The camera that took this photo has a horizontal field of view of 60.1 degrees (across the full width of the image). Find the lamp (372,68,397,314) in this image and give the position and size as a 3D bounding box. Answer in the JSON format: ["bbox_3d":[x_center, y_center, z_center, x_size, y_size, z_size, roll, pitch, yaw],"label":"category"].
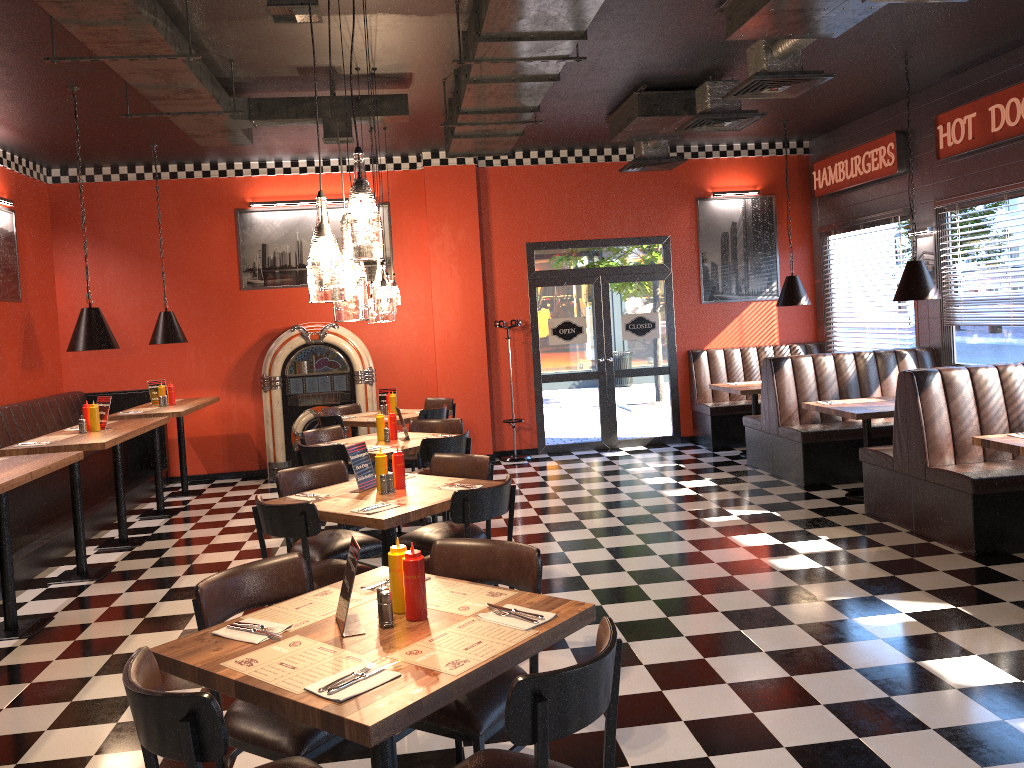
[{"bbox_3d":[-1.007,-1.519,6.851,0.108,1.963,0.108,-4,2,-25],"label":"lamp"}]

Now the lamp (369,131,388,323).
[{"bbox_3d":[-1.377,-1.604,9.030,0.108,1.963,0.108,-4,2,-25],"label":"lamp"}]

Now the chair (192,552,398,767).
[{"bbox_3d":[-0.756,1.075,3.036,0.544,0.866,0.487,-2,3,33],"label":"chair"}]

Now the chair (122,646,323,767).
[{"bbox_3d":[-0.700,1.125,2.333,0.545,0.866,0.486,-6,3,-40],"label":"chair"}]

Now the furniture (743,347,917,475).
[{"bbox_3d":[3.300,0.231,9.060,1.710,1.153,0.707,-4,3,-7],"label":"furniture"}]

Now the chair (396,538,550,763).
[{"bbox_3d":[-0.158,1.033,3.122,0.486,0.866,0.546,-2,3,32],"label":"chair"}]

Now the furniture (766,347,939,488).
[{"bbox_3d":[3.387,0.279,8.360,1.710,1.153,0.707,-4,3,-7],"label":"furniture"}]

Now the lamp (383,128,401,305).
[{"bbox_3d":[-1.233,-1.777,8.941,0.108,1.963,0.109,-3,2,25],"label":"lamp"}]

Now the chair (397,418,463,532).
[{"bbox_3d":[-0.660,0.743,7.328,0.486,0.866,0.546,-3,3,16],"label":"chair"}]

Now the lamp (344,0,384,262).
[{"bbox_3d":[-0.479,-1.334,2.511,0.108,1.963,0.108,-4,2,-15],"label":"lamp"}]

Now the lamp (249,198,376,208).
[{"bbox_3d":[-2.319,-2.117,10.327,1.444,0.056,0.081,-4,4,-7],"label":"lamp"}]

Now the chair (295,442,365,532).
[{"bbox_3d":[-1.273,0.840,6.541,0.486,0.866,0.546,-2,3,33],"label":"chair"}]

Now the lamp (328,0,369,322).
[{"bbox_3d":[-0.547,-1.170,2.673,0.108,1.963,0.109,-2,2,40],"label":"lamp"}]

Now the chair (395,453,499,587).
[{"bbox_3d":[-0.381,0.881,5.291,0.486,0.866,0.546,-2,3,38],"label":"chair"}]

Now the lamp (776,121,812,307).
[{"bbox_3d":[3.073,-1.889,9.825,0.382,2.041,0.383,-2,3,42],"label":"lamp"}]

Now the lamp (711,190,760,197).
[{"bbox_3d":[2.761,-2.354,10.948,0.610,0.056,0.081,-4,4,-7],"label":"lamp"}]

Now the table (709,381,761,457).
[{"bbox_3d":[3.201,0.363,9.899,1.692,0.773,0.958,-4,3,-7],"label":"table"}]

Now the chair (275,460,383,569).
[{"bbox_3d":[-1.080,0.927,5.249,0.487,0.866,0.544,-6,3,-43],"label":"chair"}]

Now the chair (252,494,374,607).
[{"bbox_3d":[-0.994,0.978,4.504,0.486,0.866,0.546,-1,3,41],"label":"chair"}]

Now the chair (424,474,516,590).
[{"bbox_3d":[-0.249,0.927,4.589,0.544,0.866,0.487,-2,3,35],"label":"chair"}]

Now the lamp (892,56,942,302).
[{"bbox_3d":[3.364,-1.726,7.461,0.382,2.041,0.382,-4,2,-26],"label":"lamp"}]

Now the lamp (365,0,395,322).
[{"bbox_3d":[-0.741,-1.317,4.756,0.108,1.963,0.108,-3,2,5],"label":"lamp"}]

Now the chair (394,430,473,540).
[{"bbox_3d":[-0.573,0.795,6.584,0.544,0.866,0.487,-1,3,42],"label":"chair"}]

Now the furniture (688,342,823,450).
[{"bbox_3d":[3.095,0.116,10.729,1.710,1.153,0.707,-4,3,-7],"label":"furniture"}]

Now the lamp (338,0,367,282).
[{"bbox_3d":[-0.905,-1.485,4.834,0.108,1.963,0.108,-5,2,-35],"label":"lamp"}]

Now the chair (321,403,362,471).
[{"bbox_3d":[-1.669,0.660,9.215,0.487,0.866,0.544,-6,3,-42],"label":"chair"}]

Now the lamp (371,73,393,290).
[{"bbox_3d":[-1.050,-1.639,6.973,0.108,1.963,0.109,-2,2,40],"label":"lamp"}]

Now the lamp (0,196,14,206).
[{"bbox_3d":[-4.950,-1.760,8.168,0.081,0.056,1.447,-4,4,-7],"label":"lamp"}]

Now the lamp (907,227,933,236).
[{"bbox_3d":[4.040,-1.506,8.755,0.081,0.056,0.335,-4,4,-7],"label":"lamp"}]

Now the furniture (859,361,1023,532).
[{"bbox_3d":[3.592,0.393,6.690,1.710,1.153,0.707,-4,3,-7],"label":"furniture"}]

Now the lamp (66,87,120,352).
[{"bbox_3d":[-3.338,-1.283,6.906,0.381,2.041,0.383,-2,2,34],"label":"lamp"}]

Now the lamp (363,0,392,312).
[{"bbox_3d":[-0.773,-1.383,4.873,0.108,1.963,0.109,-2,2,35],"label":"lamp"}]

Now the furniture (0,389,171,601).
[{"bbox_3d":[-3.985,0.916,5.816,1.104,1.147,8.773,-4,4,-7],"label":"furniture"}]

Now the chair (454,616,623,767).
[{"bbox_3d":[0.026,1.083,2.319,0.544,0.866,0.487,-2,3,33],"label":"chair"}]

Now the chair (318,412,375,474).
[{"bbox_3d":[-1.581,0.701,8.615,0.545,0.866,0.486,-5,3,-32],"label":"chair"}]

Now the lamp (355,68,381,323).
[{"bbox_3d":[-1.123,-1.451,6.824,0.108,1.963,0.108,-3,2,5],"label":"lamp"}]

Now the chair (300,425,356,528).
[{"bbox_3d":[-1.405,0.794,7.243,0.544,0.866,0.487,-2,3,30],"label":"chair"}]

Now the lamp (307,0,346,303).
[{"bbox_3d":[-0.596,-1.217,2.556,0.108,1.963,0.108,-4,2,-20],"label":"lamp"}]

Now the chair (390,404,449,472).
[{"bbox_3d":[-0.880,0.654,8.670,0.544,0.866,0.487,-2,3,25],"label":"chair"}]

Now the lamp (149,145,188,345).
[{"bbox_3d":[-3.612,-1.436,9.130,0.381,2.041,0.383,-2,2,34],"label":"lamp"}]

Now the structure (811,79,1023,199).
[{"bbox_3d":[4.398,-2.101,5.252,0.120,0.437,11.283,-4,4,-7],"label":"structure"}]

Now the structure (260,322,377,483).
[{"bbox_3d":[-2.193,0.172,10.155,1.294,1.765,0.501,-4,2,-7],"label":"structure"}]

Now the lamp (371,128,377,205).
[{"bbox_3d":[-1.352,-1.655,8.909,0.108,1.963,0.109,-2,2,35],"label":"lamp"}]

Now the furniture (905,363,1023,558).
[{"bbox_3d":[3.679,0.441,5.989,1.710,1.153,0.707,-4,3,-7],"label":"furniture"}]

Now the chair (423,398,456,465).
[{"bbox_3d":[-0.867,0.598,9.398,0.546,0.866,0.486,-6,3,-42],"label":"chair"}]
